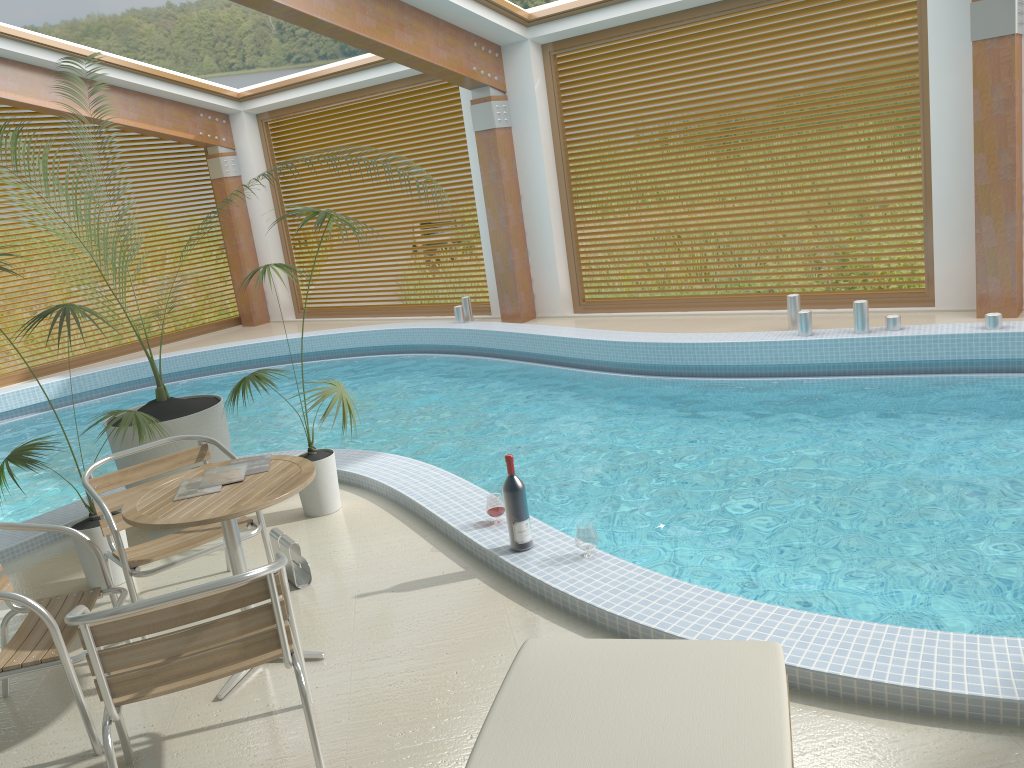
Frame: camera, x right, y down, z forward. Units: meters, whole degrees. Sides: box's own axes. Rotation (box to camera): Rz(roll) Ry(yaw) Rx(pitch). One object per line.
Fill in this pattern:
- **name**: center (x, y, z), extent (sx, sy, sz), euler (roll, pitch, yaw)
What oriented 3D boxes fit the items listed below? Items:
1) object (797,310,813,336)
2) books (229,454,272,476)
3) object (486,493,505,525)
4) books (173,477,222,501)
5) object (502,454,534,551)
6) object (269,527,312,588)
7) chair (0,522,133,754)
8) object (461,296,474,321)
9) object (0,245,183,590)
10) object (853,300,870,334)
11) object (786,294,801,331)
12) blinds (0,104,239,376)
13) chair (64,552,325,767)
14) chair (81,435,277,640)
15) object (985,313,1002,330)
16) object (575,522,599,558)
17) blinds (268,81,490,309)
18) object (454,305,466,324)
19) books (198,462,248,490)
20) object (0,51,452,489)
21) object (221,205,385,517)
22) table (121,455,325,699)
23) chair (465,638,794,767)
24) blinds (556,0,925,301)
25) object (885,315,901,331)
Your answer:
- **object**: center (2.410, -0.500, 7.296), extent (0.115, 0.194, 0.115), euler (-11, 14, -11)
- **books**: center (-1.043, 0.326, 3.516), extent (0.166, 0.004, 0.241), euler (-10, 14, -10)
- **object**: center (-0.077, 0.602, 4.282), extent (0.102, 0.137, 0.102), euler (-20, 18, -41)
- **books**: center (-1.174, 0.385, 3.347), extent (0.166, 0.004, 0.241), euler (-10, 14, -10)
- **object**: center (0.015, 0.519, 3.918), extent (0.109, 0.435, 0.109), euler (-12, 14, -16)
- **object**: center (-1.036, 0.807, 4.149), extent (0.081, 0.223, 0.272), euler (-16, 16, -31)
- **chair**: center (-1.716, 0.871, 3.161), extent (0.563, 0.727, 0.618), euler (-10, 13, -9)
- **object**: center (-0.541, -0.896, 10.768), extent (0.115, 0.320, 0.115), euler (-9, 13, -3)
- **object**: center (-2.155, 0.194, 4.181), extent (1.059, 1.695, 0.791), euler (-12, 14, -15)
- **object**: center (2.793, -0.537, 7.094), extent (0.115, 0.254, 0.115), euler (-11, 14, -11)
- **object**: center (2.503, -0.630, 7.860), extent (0.115, 0.320, 0.115), euler (-9, 13, -3)
- **blinds**: center (-5.853, -2.364, 11.888), extent (0.099, 4.025, 4.500), euler (2, 17, 37)
- **chair**: center (-0.955, 0.867, 2.729), extent (0.618, 0.727, 0.563), euler (-13, 14, -19)
- **chair**: center (-1.469, 0.655, 3.916), extent (0.618, 0.727, 0.563), euler (-19, 17, -38)
- **object**: center (3.613, -0.471, 6.655), extent (0.115, 0.107, 0.115), euler (-9, 13, -3)
- **object**: center (0.318, 0.666, 3.780), extent (0.102, 0.137, 0.102), euler (-20, 18, -41)
- **blinds**: center (-1.753, -2.420, 12.134), extent (4.200, 2.921, 0.095), euler (2, 17, 37)
- **object**: center (-0.616, -0.821, 10.401), extent (0.115, 0.204, 0.115), euler (-11, 14, -11)
- **books**: center (-1.112, 0.352, 3.426), extent (0.166, 0.004, 0.241), euler (-10, 14, -10)
- **object**: center (-1.970, -0.659, 4.874), extent (2.979, 2.960, 2.729), euler (-17, 16, -33)
- **object**: center (-1.114, -0.121, 4.886), extent (1.059, 1.695, 0.791), euler (-2, 15, 25)
- **table**: center (-1.039, 0.729, 3.398), extent (0.700, 0.720, 0.700), euler (-16, 16, -31)
- **chair**: center (0.129, 0.932, 1.541), extent (0.861, 0.866, 1.903), euler (-4, 14, 16)
- **blinds**: center (2.251, -2.257, 9.090), extent (4.200, 2.921, 0.095), euler (2, 17, 37)
- **object**: center (3.037, -0.488, 7.066), extent (0.115, 0.107, 0.115), euler (-9, 13, -3)
